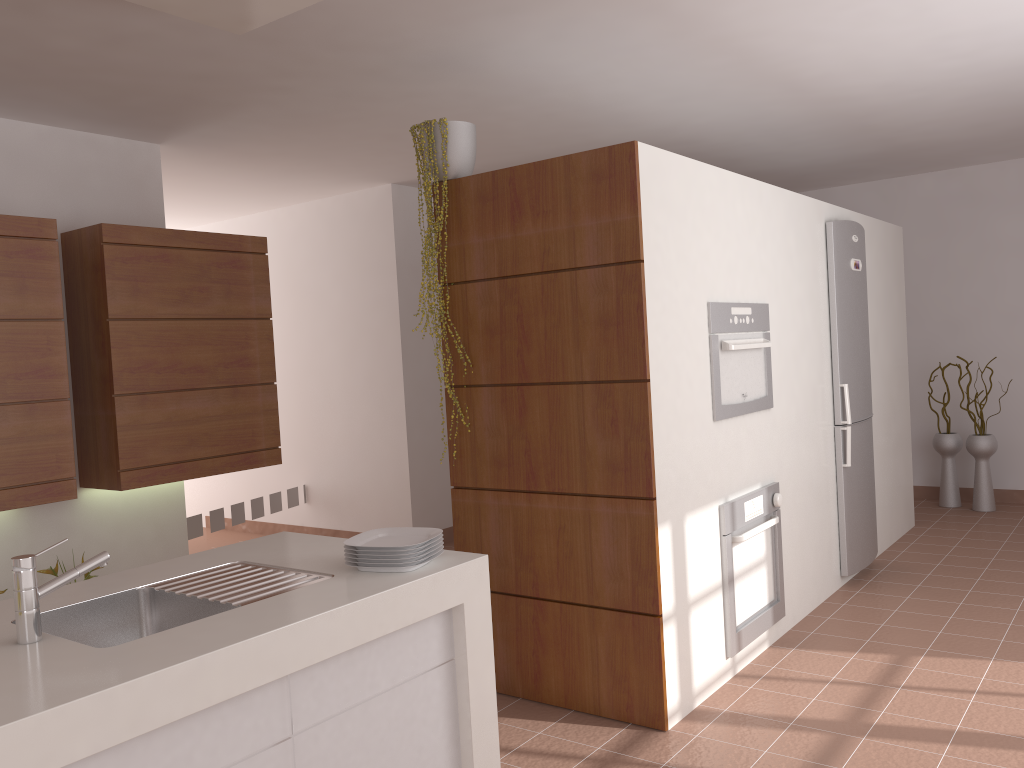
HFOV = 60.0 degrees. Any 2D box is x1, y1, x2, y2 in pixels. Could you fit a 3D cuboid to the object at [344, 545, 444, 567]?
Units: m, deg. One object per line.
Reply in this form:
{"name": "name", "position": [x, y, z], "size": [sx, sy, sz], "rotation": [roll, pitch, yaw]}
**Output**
{"name": "object", "position": [-0.298, 0.439, 2.261], "size": [0.228, 0.020, 0.228], "rotation": [-3, 2, 18]}

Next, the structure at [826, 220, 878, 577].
{"name": "structure", "position": [1.865, 0.057, 4.801], "size": [0.089, 1.862, 0.604], "rotation": [-2, 3, 37]}

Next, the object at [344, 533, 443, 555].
{"name": "object", "position": [-0.299, 0.409, 2.260], "size": [0.228, 0.020, 0.228], "rotation": [-3, 2, 18]}

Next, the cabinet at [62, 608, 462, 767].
{"name": "cabinet", "position": [-1.036, 0.975, 1.663], "size": [0.737, 0.700, 2.048], "rotation": [-2, 3, 37]}

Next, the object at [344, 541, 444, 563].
{"name": "object", "position": [-0.298, 0.429, 2.260], "size": [0.228, 0.020, 0.228], "rotation": [-3, 2, 18]}

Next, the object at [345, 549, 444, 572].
{"name": "object", "position": [-0.297, 0.449, 2.261], "size": [0.228, 0.020, 0.228], "rotation": [-3, 2, 18]}

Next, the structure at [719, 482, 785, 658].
{"name": "structure", "position": [1.007, 0.742, 3.646], "size": [0.058, 0.592, 0.596], "rotation": [-2, 3, 37]}

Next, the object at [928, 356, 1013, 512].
{"name": "object", "position": [3.309, 0.349, 6.328], "size": [0.284, 1.112, 0.655], "rotation": [-5, 2, -34]}

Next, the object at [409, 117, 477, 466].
{"name": "object", "position": [-0.252, -0.353, 3.509], "size": [0.297, 1.344, 0.279], "rotation": [-3, 2, -4]}

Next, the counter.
{"name": "counter", "position": [-1.009, 0.922, 1.708], "size": [0.821, 0.800, 2.156], "rotation": [-2, 3, 37]}

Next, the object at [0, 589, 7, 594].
{"name": "object", "position": [-2.235, 1.050, 3.656], "size": [0.296, 0.546, 0.087], "rotation": [-5, 3, -38]}

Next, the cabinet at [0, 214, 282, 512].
{"name": "cabinet", "position": [-2.958, -0.015, 3.017], "size": [0.754, 1.200, 4.718], "rotation": [-2, 3, 37]}

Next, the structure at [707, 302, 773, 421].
{"name": "structure", "position": [0.961, -0.104, 3.610], "size": [0.056, 0.454, 0.614], "rotation": [-2, 3, 37]}

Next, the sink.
{"name": "sink", "position": [-0.784, 0.491, 2.032], "size": [0.404, 0.368, 0.668], "rotation": [-2, 3, 37]}

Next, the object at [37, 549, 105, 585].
{"name": "object", "position": [-1.972, 1.021, 4.014], "size": [0.087, 0.546, 0.296], "rotation": [-2, 3, 37]}

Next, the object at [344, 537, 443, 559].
{"name": "object", "position": [-0.299, 0.419, 2.260], "size": [0.228, 0.020, 0.228], "rotation": [-3, 2, 18]}

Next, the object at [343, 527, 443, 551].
{"name": "object", "position": [-0.300, 0.398, 2.259], "size": [0.228, 0.020, 0.228], "rotation": [-3, 2, 18]}
